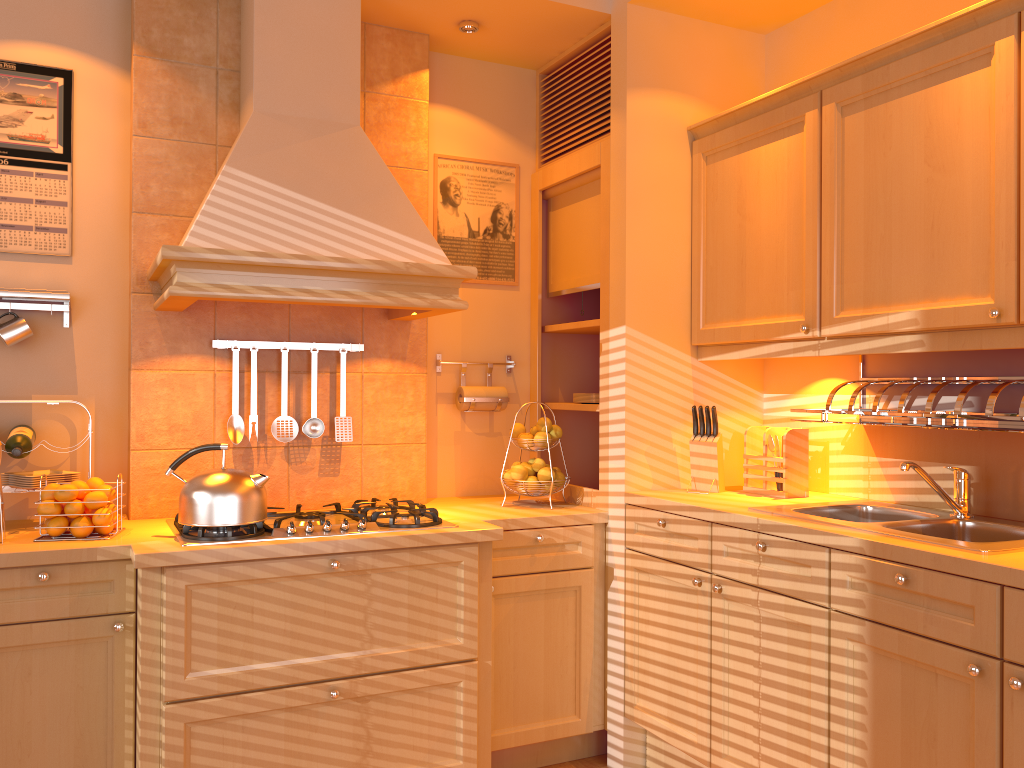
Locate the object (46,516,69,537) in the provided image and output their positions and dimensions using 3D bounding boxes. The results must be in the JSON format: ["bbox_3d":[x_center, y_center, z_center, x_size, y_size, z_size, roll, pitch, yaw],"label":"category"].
[{"bbox_3d":[-1.259,0.393,2.457,0.052,0.057,0.060,0,0,26],"label":"object"}]

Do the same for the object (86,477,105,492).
[{"bbox_3d":[-1.218,0.302,2.596,0.059,0.060,0.050,0,0,24],"label":"object"}]

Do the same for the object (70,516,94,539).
[{"bbox_3d":[-1.202,0.400,2.479,0.074,0.063,0.064,0,0,44],"label":"object"}]

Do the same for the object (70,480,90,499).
[{"bbox_3d":[-1.231,0.300,2.521,0.063,0.053,0.051,0,0,25],"label":"object"}]

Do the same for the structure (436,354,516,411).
[{"bbox_3d":[-0.121,-0.005,3.439,0.320,0.220,0.126,0,0,-26],"label":"structure"}]

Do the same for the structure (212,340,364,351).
[{"bbox_3d":[-0.748,-0.129,3.001,0.506,0.024,0.009,0,0,-26],"label":"structure"}]

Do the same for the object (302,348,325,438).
[{"bbox_3d":[-0.683,0.030,3.034,0.077,0.309,0.037,0,0,-27],"label":"object"}]

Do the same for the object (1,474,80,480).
[{"bbox_3d":[-1.426,0.281,2.687,0.172,0.011,0.163,0,0,33],"label":"object"}]

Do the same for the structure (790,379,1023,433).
[{"bbox_3d":[1.179,0.051,2.363,0.300,0.126,0.900,0,0,-26],"label":"structure"}]

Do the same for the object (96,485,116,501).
[{"bbox_3d":[-1.168,0.316,2.551,0.063,0.053,0.051,0,0,37],"label":"object"}]

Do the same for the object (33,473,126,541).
[{"bbox_3d":[-1.227,0.343,2.530,0.207,0.174,0.189,0,0,-11],"label":"object"}]

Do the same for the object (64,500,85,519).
[{"bbox_3d":[-1.219,0.348,2.472,0.052,0.053,0.062,0,0,-4],"label":"object"}]

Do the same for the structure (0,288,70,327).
[{"bbox_3d":[-1.599,-0.243,2.751,0.405,0.118,0.069,0,0,-26],"label":"structure"}]

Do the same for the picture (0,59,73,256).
[{"bbox_3d":[-1.611,-0.717,2.780,0.417,0.605,0.009,0,0,-26],"label":"picture"}]

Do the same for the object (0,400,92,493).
[{"bbox_3d":[-1.536,0.239,2.645,0.572,0.379,0.221,0,0,-26],"label":"object"}]

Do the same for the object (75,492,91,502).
[{"bbox_3d":[-1.239,0.332,2.563,0.061,0.051,0.055,0,0,18],"label":"object"}]

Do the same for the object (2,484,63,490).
[{"bbox_3d":[-1.427,0.308,2.687,0.172,0.011,0.163,0,0,33],"label":"object"}]

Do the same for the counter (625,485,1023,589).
[{"bbox_3d":[1.042,0.381,2.296,0.600,0.038,1.800,0,0,-26],"label":"counter"}]

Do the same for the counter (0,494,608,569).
[{"bbox_3d":[-0.772,0.453,2.763,2.250,0.038,0.770,0,0,-26],"label":"counter"}]

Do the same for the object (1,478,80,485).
[{"bbox_3d":[-1.427,0.294,2.687,0.172,0.011,0.163,0,0,33],"label":"object"}]

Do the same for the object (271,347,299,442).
[{"bbox_3d":[-0.761,0.035,2.977,0.090,0.320,0.017,0,0,-26],"label":"object"}]

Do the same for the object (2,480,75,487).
[{"bbox_3d":[-1.427,0.301,2.687,0.172,0.011,0.163,0,0,33],"label":"object"}]

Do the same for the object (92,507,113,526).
[{"bbox_3d":[-1.146,0.373,2.481,0.052,0.054,0.061,0,0,1],"label":"object"}]

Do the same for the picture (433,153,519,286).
[{"bbox_3d":[-0.138,-0.642,3.499,0.366,0.491,0.007,0,0,-26],"label":"picture"}]

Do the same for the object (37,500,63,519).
[{"bbox_3d":[-1.278,0.346,2.452,0.063,0.051,0.053,0,0,-7],"label":"object"}]

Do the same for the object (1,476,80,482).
[{"bbox_3d":[-1.427,0.288,2.687,0.172,0.011,0.163,0,0,33],"label":"object"}]

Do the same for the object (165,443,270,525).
[{"bbox_3d":[-0.828,0.277,2.534,0.251,0.215,0.242,1,0,-39],"label":"object"}]

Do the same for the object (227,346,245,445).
[{"bbox_3d":[-0.903,0.036,2.902,0.055,0.323,0.028,0,0,-26],"label":"object"}]

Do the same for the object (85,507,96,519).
[{"bbox_3d":[-1.190,0.362,2.534,0.062,0.053,0.051,0,0,32],"label":"object"}]

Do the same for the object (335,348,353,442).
[{"bbox_3d":[-0.581,0.038,3.064,0.061,0.323,0.020,0,0,-26],"label":"object"}]

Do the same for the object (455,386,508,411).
[{"bbox_3d":[-0.117,0.056,3.428,0.186,0.094,0.096,0,0,-26],"label":"object"}]

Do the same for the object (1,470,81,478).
[{"bbox_3d":[-1.426,0.274,2.687,0.172,0.011,0.163,0,0,33],"label":"object"}]

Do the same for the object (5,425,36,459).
[{"bbox_3d":[-1.479,0.174,2.665,0.076,0.095,0.282,0,0,-26],"label":"object"}]

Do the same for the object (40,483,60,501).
[{"bbox_3d":[-1.286,0.307,2.480,0.057,0.060,0.052,0,0,12],"label":"object"}]

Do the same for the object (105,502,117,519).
[{"bbox_3d":[-1.163,0.366,2.549,0.051,0.055,0.061,0,0,3],"label":"object"}]

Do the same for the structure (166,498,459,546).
[{"bbox_3d":[-0.626,0.412,2.751,0.797,0.051,0.494,0,0,-26],"label":"structure"}]

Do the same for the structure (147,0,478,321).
[{"bbox_3d":[0.626,-0.710,1.805,4.091,1.148,1.061,0,0,38],"label":"structure"}]

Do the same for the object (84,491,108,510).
[{"bbox_3d":[-1.170,0.327,2.493,0.053,0.052,0.061,0,0,37],"label":"object"}]

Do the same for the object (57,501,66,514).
[{"bbox_3d":[-1.263,0.345,2.508,0.051,0.053,0.064,0,0,27],"label":"object"}]

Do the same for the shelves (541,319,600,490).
[{"bbox_3d":[0.482,0.118,3.470,0.582,0.702,0.600,0,0,-26],"label":"shelves"}]

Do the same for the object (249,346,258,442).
[{"bbox_3d":[-0.855,0.034,2.937,0.028,0.319,0.006,0,0,-26],"label":"object"}]

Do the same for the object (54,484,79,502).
[{"bbox_3d":[-1.237,0.303,2.461,0.063,0.051,0.053,0,0,-19],"label":"object"}]
